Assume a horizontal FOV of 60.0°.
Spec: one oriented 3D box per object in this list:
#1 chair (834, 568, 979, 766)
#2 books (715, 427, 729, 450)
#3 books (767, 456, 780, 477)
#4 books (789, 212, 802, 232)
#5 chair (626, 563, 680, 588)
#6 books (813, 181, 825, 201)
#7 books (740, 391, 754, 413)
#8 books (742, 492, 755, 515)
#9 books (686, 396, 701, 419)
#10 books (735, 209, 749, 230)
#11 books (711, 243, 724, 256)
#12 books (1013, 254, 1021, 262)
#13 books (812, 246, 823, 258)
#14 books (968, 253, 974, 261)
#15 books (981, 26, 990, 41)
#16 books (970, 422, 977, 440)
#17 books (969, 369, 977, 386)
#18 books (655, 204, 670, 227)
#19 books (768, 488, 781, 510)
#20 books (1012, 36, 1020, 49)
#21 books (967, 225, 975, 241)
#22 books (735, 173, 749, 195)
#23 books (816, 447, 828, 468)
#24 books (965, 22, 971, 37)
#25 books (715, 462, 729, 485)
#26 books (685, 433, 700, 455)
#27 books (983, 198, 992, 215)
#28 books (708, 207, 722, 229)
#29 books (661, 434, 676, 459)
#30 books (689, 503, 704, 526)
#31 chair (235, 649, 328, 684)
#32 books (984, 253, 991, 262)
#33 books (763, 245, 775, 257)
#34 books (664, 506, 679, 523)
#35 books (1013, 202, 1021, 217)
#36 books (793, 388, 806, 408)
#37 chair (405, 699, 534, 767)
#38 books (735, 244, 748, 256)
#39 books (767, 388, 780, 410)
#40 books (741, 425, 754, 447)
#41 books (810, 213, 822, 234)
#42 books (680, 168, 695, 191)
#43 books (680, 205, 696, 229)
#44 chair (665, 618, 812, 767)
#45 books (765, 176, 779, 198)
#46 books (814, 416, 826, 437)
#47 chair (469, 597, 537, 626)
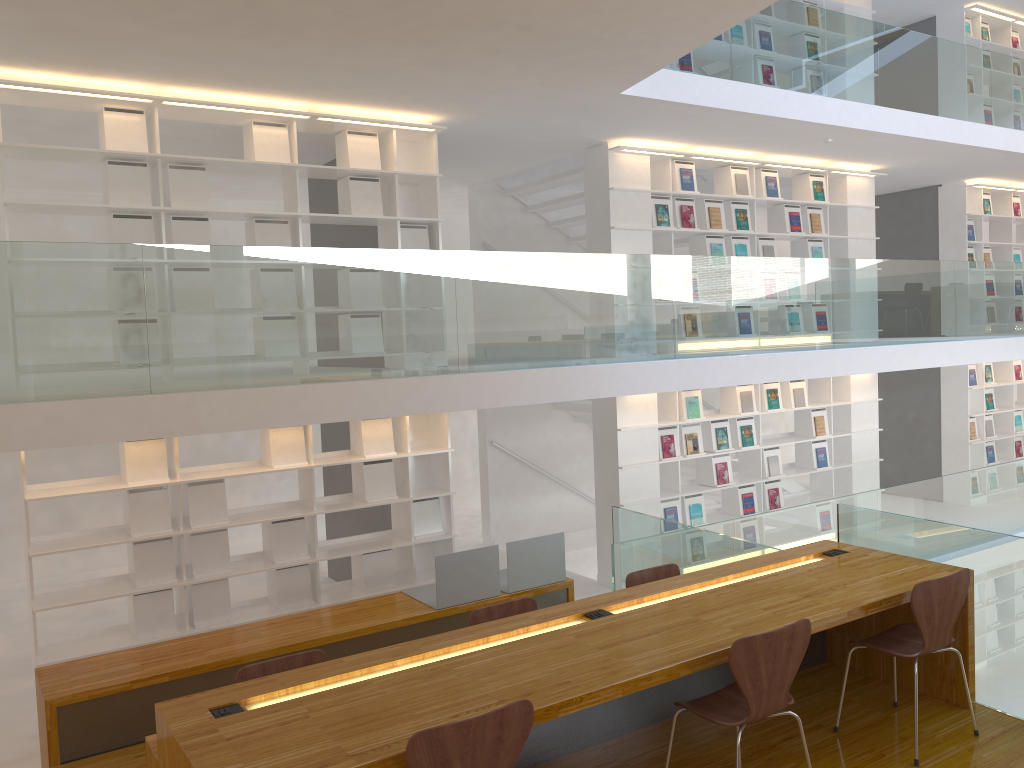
[{"bbox_3d":[1.592,1.080,3.599,0.428,0.693,0.381,-4,4,-33],"label":"chair"},{"bbox_3d":[1.980,0.515,8.353,0.145,0.210,0.037,-4,4,-33],"label":"books"},{"bbox_3d":[2.585,0.818,8.748,0.145,0.210,0.037,-4,4,-33],"label":"books"},{"bbox_3d":[2.822,-1.608,8.833,0.145,0.210,0.037,-4,4,-33],"label":"books"},{"bbox_3d":[0.874,1.361,4.744,0.428,0.693,0.381,-4,4,-33],"label":"chair"},{"bbox_3d":[3.119,-1.958,9.011,0.145,0.210,0.037,-4,4,-33],"label":"books"},{"bbox_3d":[2.258,0.175,8.518,0.145,0.210,0.037,-4,4,-33],"label":"books"},{"bbox_3d":[2.286,1.161,8.569,0.145,0.210,0.037,-4,4,-33],"label":"books"},{"bbox_3d":[1.662,0.221,8.133,0.145,0.210,0.037,-4,4,-33],"label":"books"},{"bbox_3d":[2.186,-1.557,8.419,0.145,0.210,0.037,-4,4,-33],"label":"books"},{"bbox_3d":[1.915,-1.204,8.254,0.145,0.210,0.037,-4,4,-33],"label":"books"},{"bbox_3d":[6.397,-1.539,11.226,0.145,0.210,0.037,-4,4,-33],"label":"books"},{"bbox_3d":[3.116,-1.294,9.029,0.145,0.210,0.037,-4,4,-33],"label":"books"},{"bbox_3d":[5.504,-1.465,10.647,0.145,0.210,0.037,-4,4,-33],"label":"books"},{"bbox_3d":[5.713,-4.200,10.704,0.145,0.210,0.037,-4,4,-33],"label":"books"},{"bbox_3d":[5.581,0.570,10.761,0.145,0.210,0.037,-4,4,-33],"label":"books"},{"bbox_3d":[5.572,-0.072,10.732,0.145,0.210,0.037,-4,4,-33],"label":"books"},{"bbox_3d":[1.339,-1.491,7.878,0.145,0.210,0.037,-4,4,-33],"label":"books"},{"bbox_3d":[2.594,1.139,8.768,0.145,0.210,0.037,-4,4,-33],"label":"books"},{"bbox_3d":[6.291,-4.227,11.077,0.145,0.210,0.037,-4,4,-33],"label":"books"},{"bbox_3d":[5.497,-1.803,10.632,0.145,0.210,0.037,-4,4,-33],"label":"books"},{"bbox_3d":[2.179,-1.887,8.405,0.145,0.210,0.037,-4,4,-33],"label":"books"},{"bbox_3d":[3.195,0.763,9.142,0.145,0.210,0.037,-4,4,-33],"label":"books"},{"bbox_3d":[5.376,-4.178,10.486,0.145,0.210,0.037,-4,4,-33],"label":"books"},{"bbox_3d":[1.985,0.849,8.365,0.145,0.210,0.037,-4,4,-33],"label":"books"},{"bbox_3d":[1.661,0.561,8.157,0.145,0.210,0.037,-4,4,-33],"label":"books"},{"bbox_3d":[5.794,-2.155,10.817,0.145,0.210,0.037,-4,4,-33],"label":"books"},{"bbox_3d":[1.887,-1.535,8.230,0.145,0.210,0.037,-4,4,-33],"label":"books"},{"bbox_3d":[1.409,0.566,7.983,0.145,0.210,0.037,-4,4,-33],"label":"books"},{"bbox_3d":[1.704,1.215,8.190,0.145,0.210,0.037,-4,4,-33],"label":"books"},{"bbox_3d":[-0.857,1.494,3.580,0.428,0.693,0.381,-4,4,-33],"label":"chair"},{"bbox_3d":[5.811,-1.499,10.848,0.145,0.210,0.037,-4,4,-33],"label":"books"},{"bbox_3d":[2.505,-1.244,8.635,0.145,0.210,0.037,-4,4,-33],"label":"books"},{"bbox_3d":[1.445,1.222,8.023,0.145,0.210,0.037,-4,4,-33],"label":"books"},{"bbox_3d":[6.371,-2.182,11.191,0.145,0.210,0.037,-4,4,-33],"label":"books"},{"bbox_3d":[2.896,0.148,8.930,0.145,0.210,0.037,-4,4,-33],"label":"books"},{"bbox_3d":[-0.181,1.211,2.500,0.428,0.693,0.381,-4,4,-33],"label":"chair"},{"bbox_3d":[2.185,-1.227,8.432,0.145,0.210,0.037,-4,4,-33],"label":"books"},{"bbox_3d":[2.569,0.152,8.719,0.145,0.210,0.037,-4,4,-33],"label":"books"},{"bbox_3d":[2.266,0.505,8.532,0.145,0.210,0.037,-4,4,-33],"label":"books"},{"bbox_3d":[3.088,-1.625,9.005,0.145,0.210,0.037,-4,4,-33],"label":"books"},{"bbox_3d":[1.586,-1.844,8.022,0.145,0.210,0.037,-4,4,-33],"label":"books"},{"bbox_3d":[1.596,-1.514,8.042,0.145,0.210,0.037,-4,4,-33],"label":"books"},{"bbox_3d":[0.778,1.142,3.073,0.428,0.693,0.381,-4,4,-33],"label":"chair"},{"bbox_3d":[2.531,-1.915,8.632,0.145,0.210,0.037,-4,4,-33],"label":"books"},{"bbox_3d":[3.167,0.437,9.118,0.145,0.210,0.037,-4,4,-33],"label":"books"},{"bbox_3d":[0.060,1.422,4.218,0.428,0.693,0.381,-4,4,-33],"label":"chair"}]
